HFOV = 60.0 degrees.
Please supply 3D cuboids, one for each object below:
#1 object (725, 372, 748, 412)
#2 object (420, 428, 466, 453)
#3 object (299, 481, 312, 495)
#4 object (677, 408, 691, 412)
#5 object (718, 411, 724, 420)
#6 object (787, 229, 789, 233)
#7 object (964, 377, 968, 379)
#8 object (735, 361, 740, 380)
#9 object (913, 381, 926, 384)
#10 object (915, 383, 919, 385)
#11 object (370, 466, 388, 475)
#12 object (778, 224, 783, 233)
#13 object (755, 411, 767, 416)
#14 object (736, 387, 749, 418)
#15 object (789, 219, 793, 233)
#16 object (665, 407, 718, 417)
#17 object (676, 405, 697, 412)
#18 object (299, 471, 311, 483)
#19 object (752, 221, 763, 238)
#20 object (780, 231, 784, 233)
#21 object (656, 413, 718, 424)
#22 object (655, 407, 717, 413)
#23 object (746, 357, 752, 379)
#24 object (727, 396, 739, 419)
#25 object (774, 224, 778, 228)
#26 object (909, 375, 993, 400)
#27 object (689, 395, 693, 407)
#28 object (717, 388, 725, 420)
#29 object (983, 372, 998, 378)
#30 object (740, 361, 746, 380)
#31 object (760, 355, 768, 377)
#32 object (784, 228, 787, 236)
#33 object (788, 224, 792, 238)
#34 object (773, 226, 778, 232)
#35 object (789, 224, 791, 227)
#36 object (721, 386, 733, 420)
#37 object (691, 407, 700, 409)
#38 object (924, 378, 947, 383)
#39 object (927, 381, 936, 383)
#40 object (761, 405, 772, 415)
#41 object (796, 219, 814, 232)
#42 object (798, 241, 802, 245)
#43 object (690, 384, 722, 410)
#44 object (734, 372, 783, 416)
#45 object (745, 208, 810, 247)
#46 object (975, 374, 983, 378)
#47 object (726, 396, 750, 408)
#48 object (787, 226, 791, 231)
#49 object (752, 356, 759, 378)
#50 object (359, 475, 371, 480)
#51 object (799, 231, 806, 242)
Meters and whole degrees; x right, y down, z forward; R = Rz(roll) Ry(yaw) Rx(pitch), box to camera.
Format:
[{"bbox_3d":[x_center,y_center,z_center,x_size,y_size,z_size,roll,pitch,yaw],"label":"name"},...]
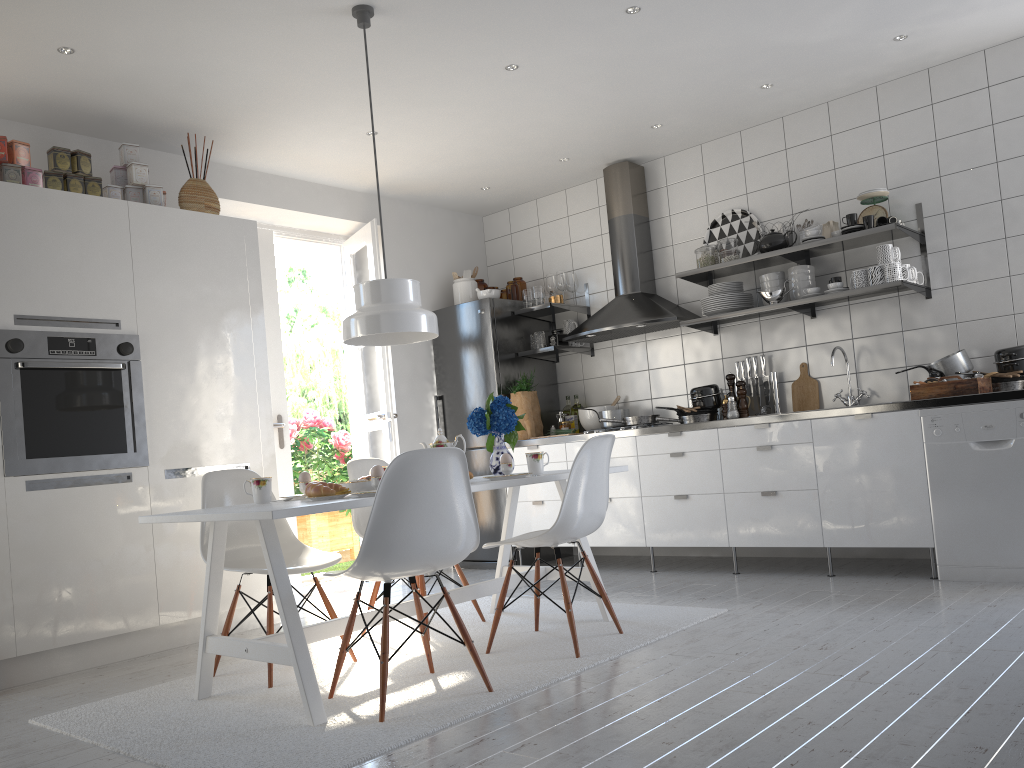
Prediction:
[{"bbox_3d":[1.311,0.065,5.161,0.060,0.282,0.124,-3,-3,-44],"label":"object"},{"bbox_3d":[-0.278,0.292,3.601,0.140,0.230,0.149,-4,-3,-31],"label":"object"},{"bbox_3d":[-0.787,0.402,3.381,0.048,0.057,0.048,-5,-3,-8],"label":"object"},{"bbox_3d":[1.006,0.152,5.189,0.064,0.044,0.335,-6,-4,7],"label":"object"},{"bbox_3d":[1.277,0.189,5.343,0.066,0.067,0.053,-5,-3,2],"label":"object"},{"bbox_3d":[1.554,-0.807,5.107,0.153,0.187,0.029,-3,-3,-35],"label":"object"},{"bbox_3d":[2.105,0.000,4.081,0.042,0.062,0.069,-4,-3,-18],"label":"object"},{"bbox_3d":[1.366,-0.079,5.354,0.028,0.114,0.019,-7,-3,36],"label":"object"},{"bbox_3d":[1.999,0.022,4.210,0.030,0.093,0.217,-4,-4,-23],"label":"object"},{"bbox_3d":[1.948,0.018,4.229,0.048,0.048,0.049,-3,-4,-38],"label":"object"},{"bbox_3d":[-0.543,0.396,3.756,0.078,0.095,0.091,-8,-4,39],"label":"object"},{"bbox_3d":[1.568,-0.826,5.142,0.025,0.227,0.086,-6,-2,10],"label":"object"},{"bbox_3d":[1.449,0.177,5.149,0.072,0.031,0.070,-9,-5,41],"label":"object"},{"bbox_3d":[1.320,0.106,5.072,0.058,0.184,0.058,-4,-2,-21],"label":"object"},{"bbox_3d":[1.582,-0.831,5.085,0.086,0.226,0.027,-6,-2,24],"label":"object"},{"bbox_3d":[1.045,0.171,5.241,0.347,0.082,0.244,-5,-4,-7],"label":"object"},{"bbox_3d":[1.021,0.144,5.189,0.059,0.060,0.335,-5,-4,-1],"label":"object"},{"bbox_3d":[-0.790,0.365,3.383,0.048,0.063,0.048,-2,-4,-45],"label":"object"},{"bbox_3d":[1.446,-0.826,5.111,0.021,0.249,0.113,-3,-3,-44],"label":"object"},{"bbox_3d":[1.540,-0.798,5.126,0.097,0.175,0.024,-3,-3,-37],"label":"object"},{"bbox_3d":[1.048,0.209,5.270,0.352,0.060,0.232,-7,-4,20],"label":"object"},{"bbox_3d":[1.054,0.156,5.233,0.355,0.080,0.246,-2,-6,-41],"label":"object"},{"bbox_3d":[1.420,-0.097,5.305,0.022,0.132,0.033,-3,-3,-45],"label":"object"},{"bbox_3d":[1.253,0.135,5.043,0.069,0.135,0.069,-6,-3,21],"label":"object"},{"bbox_3d":[1.547,-0.824,5.168,0.029,0.232,0.063,-6,-3,29],"label":"object"},{"bbox_3d":[2.078,0.013,4.200,0.301,0.100,0.211,-9,-6,43],"label":"object"},{"bbox_3d":[1.156,0.144,5.485,0.101,0.201,0.081,-7,-3,31],"label":"object"},{"bbox_3d":[1.267,0.131,5.451,0.081,0.201,0.101,-4,-3,-29],"label":"object"},{"bbox_3d":[2.168,0.004,4.211,0.050,0.094,0.271,-3,-5,-44],"label":"object"},{"bbox_3d":[1.392,-0.083,5.331,0.028,0.114,0.019,-7,-3,36],"label":"object"},{"bbox_3d":[1.495,-0.108,5.239,0.046,0.132,0.022,-8,-3,45],"label":"object"},{"bbox_3d":[1.563,-0.808,5.086,0.081,0.186,0.023,-3,-3,-40],"label":"object"},{"bbox_3d":[1.578,-0.813,5.062,0.063,0.190,0.023,-6,-2,23],"label":"object"},{"bbox_3d":[1.541,-0.819,5.148,0.028,0.220,0.100,-6,-3,12],"label":"object"},{"bbox_3d":[1.592,-0.825,5.105,0.068,0.217,0.020,-4,-2,-23],"label":"object"},{"bbox_3d":[1.247,0.112,5.109,0.081,0.192,0.058,-7,-3,30],"label":"object"},{"bbox_3d":[1.056,0.153,5.205,0.065,0.021,0.337,-6,-4,4],"label":"object"},{"bbox_3d":[2.052,0.022,4.297,0.118,0.099,0.084,-8,-4,35],"label":"object"},{"bbox_3d":[2.047,0.018,4.164,0.030,0.084,0.221,-4,-4,-24],"label":"object"},{"bbox_3d":[1.495,0.158,5.196,0.029,0.068,0.069,-3,-4,-44],"label":"object"},{"bbox_3d":[1.660,-0.835,4.997,0.105,0.203,0.077,-7,-3,39],"label":"object"},{"bbox_3d":[1.616,-0.758,4.865,0.079,0.047,0.082,-6,-4,16],"label":"object"},{"bbox_3d":[1.143,0.084,5.230,0.190,0.159,0.198,-5,-3,2],"label":"object"},{"bbox_3d":[1.452,0.075,5.285,0.322,0.260,0.067,-8,-4,41],"label":"object"},{"bbox_3d":[1.531,-0.849,5.097,0.378,0.278,0.198,-7,-3,23],"label":"object"},{"bbox_3d":[2.178,-0.020,4.140,0.050,0.058,0.053,-7,-4,35],"label":"object"},{"bbox_3d":[1.341,0.138,5.259,0.115,0.144,0.128,-5,-3,-10],"label":"object"},{"bbox_3d":[1.555,-0.808,5.053,0.090,0.180,0.023,-6,-2,14],"label":"object"},{"bbox_3d":[1.452,-0.102,5.277,0.022,0.132,0.033,-3,-3,-45],"label":"object"},{"bbox_3d":[-0.556,0.394,3.576,0.161,0.057,0.124,-6,-4,6],"label":"object"},{"bbox_3d":[1.661,-0.794,4.983,0.084,0.130,0.084,-6,-3,19],"label":"object"}]
